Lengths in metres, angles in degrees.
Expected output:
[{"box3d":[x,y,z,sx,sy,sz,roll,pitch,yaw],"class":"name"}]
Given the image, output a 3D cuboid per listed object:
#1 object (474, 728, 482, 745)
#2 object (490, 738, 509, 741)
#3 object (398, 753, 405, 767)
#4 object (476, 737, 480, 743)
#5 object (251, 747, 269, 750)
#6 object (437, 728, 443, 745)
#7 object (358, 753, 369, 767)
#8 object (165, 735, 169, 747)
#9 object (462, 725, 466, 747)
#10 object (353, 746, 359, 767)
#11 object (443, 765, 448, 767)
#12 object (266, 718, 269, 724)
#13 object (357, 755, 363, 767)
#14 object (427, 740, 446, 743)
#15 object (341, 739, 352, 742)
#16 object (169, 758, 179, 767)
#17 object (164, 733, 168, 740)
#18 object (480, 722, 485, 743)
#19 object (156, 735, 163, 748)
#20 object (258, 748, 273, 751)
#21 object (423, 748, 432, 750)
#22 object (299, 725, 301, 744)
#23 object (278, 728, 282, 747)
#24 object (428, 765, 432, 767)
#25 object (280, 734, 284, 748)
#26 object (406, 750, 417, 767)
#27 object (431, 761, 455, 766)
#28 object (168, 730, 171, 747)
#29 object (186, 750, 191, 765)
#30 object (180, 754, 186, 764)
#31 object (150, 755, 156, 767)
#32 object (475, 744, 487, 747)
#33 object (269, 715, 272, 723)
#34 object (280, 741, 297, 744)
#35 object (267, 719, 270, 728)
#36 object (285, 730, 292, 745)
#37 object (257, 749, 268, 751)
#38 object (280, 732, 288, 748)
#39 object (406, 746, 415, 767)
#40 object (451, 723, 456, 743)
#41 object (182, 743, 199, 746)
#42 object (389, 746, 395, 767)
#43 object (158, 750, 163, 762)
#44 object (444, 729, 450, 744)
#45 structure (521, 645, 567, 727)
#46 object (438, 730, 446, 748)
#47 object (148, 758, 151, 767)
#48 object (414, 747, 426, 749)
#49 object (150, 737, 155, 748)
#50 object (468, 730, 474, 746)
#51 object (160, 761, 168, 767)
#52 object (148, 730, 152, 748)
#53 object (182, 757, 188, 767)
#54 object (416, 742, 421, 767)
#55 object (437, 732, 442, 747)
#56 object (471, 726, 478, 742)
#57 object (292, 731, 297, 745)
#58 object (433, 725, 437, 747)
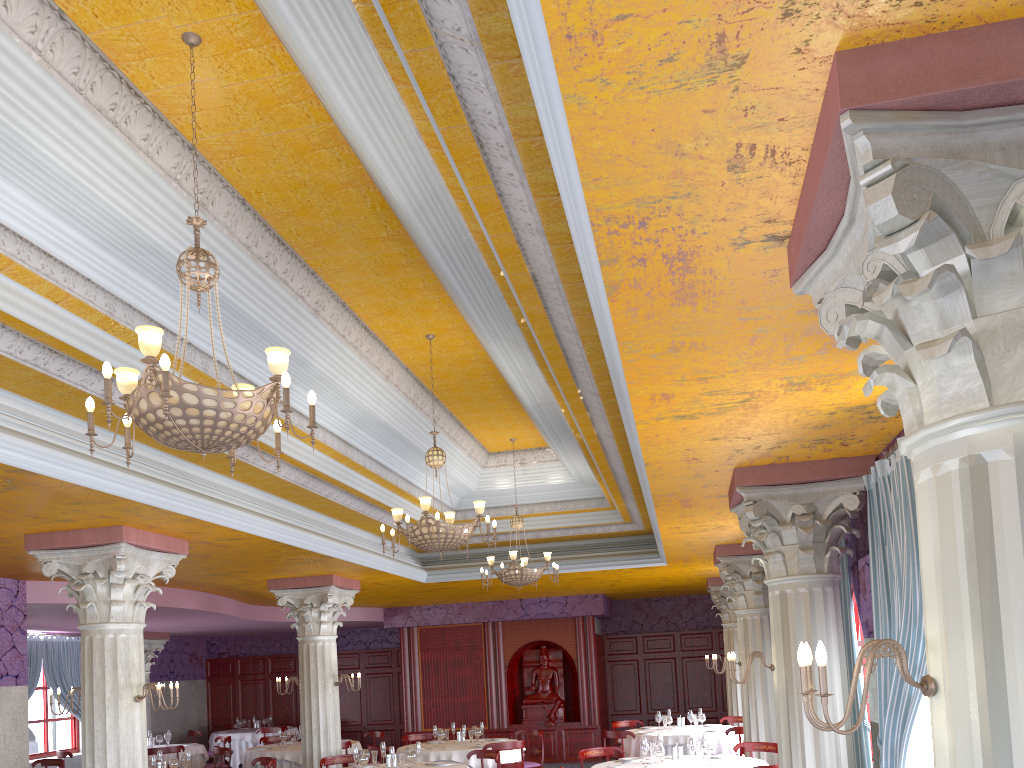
[{"box3d":[-0.534,5.556,13.494,0.122,0.257,0.126,-3,-6,2],"class":"object"},{"box3d":[-0.208,5.876,14.154,0.312,0.023,0.329,0,-18,-8],"class":"object"},{"box3d":[-1.308,4.520,10.197,0.087,0.231,0.086,-7,-7,36],"class":"object"},{"box3d":[-0.559,5.720,13.946,0.086,0.231,0.087,-4,-6,13],"class":"object"},{"box3d":[-4.363,6.312,14.819,0.314,0.023,0.327,-6,-19,10],"class":"object"},{"box3d":[-1.168,5.748,13.976,0.122,0.257,0.126,-3,-6,2],"class":"object"},{"box3d":[-1.761,4.522,10.171,0.122,0.257,0.126,-3,-6,2],"class":"object"},{"box3d":[-6.627,6.876,16.488,0.087,0.231,0.086,-7,-7,36],"class":"object"},{"box3d":[-0.745,5.490,13.369,0.074,0.327,0.075,1,-6,-43],"class":"object"},{"box3d":[-1.890,4.563,10.381,0.074,0.327,0.075,-3,-4,2],"class":"object"},{"box3d":[-0.793,4.785,10.743,0.234,0.013,0.028,9,-20,-33],"class":"object"},{"box3d":[-5.990,8.331,21.031,0.123,0.257,0.125,3,-9,-42],"class":"object"},{"box3d":[-1.810,4.573,10.276,0.087,0.231,0.086,-7,-7,36],"class":"object"},{"box3d":[-1.269,6.000,14.363,0.317,0.023,0.325,11,-23,-37],"class":"object"},{"box3d":[-3.089,6.527,15.671,0.314,0.023,0.327,-6,-19,10],"class":"object"},{"box3d":[-4.274,4.874,10.839,0.123,0.257,0.124,-6,-7,25],"class":"object"},{"box3d":[-6.677,6.901,16.595,0.122,0.257,0.126,-3,-6,2],"class":"object"},{"box3d":[-0.484,5.634,13.846,0.074,0.327,0.075,1,-6,-43],"class":"object"},{"box3d":[-6.602,6.712,16.036,0.123,0.257,0.124,-6,-7,25],"class":"object"},{"box3d":[-4.219,6.256,14.664,0.258,0.019,0.057,7,-20,-29],"class":"object"},{"box3d":[-1.338,5.604,13.147,0.258,0.019,0.057,7,-20,-29],"class":"object"},{"box3d":[-3.842,6.396,15.623,0.074,0.327,0.075,1,-6,-43],"class":"object"},{"box3d":[-4.103,6.252,15.145,0.074,0.327,0.075,1,-6,-43],"class":"object"},{"box3d":[-1.023,4.807,10.769,0.030,0.010,0.144,7,-20,-29],"class":"object"},{"box3d":[-4.023,6.262,15.040,0.085,0.231,0.088,-2,-6,-9],"class":"object"},{"box3d":[-1.202,4.518,10.247,0.122,0.257,0.126,-1,-7,-20],"class":"object"},{"box3d":[-0.876,4.838,10.907,0.322,0.023,0.320,-18,-24,39],"class":"object"},{"box3d":[-6.552,6.791,16.389,0.074,0.327,0.075,-3,-4,2],"class":"object"},{"box3d":[-4.224,4.952,11.191,0.074,0.327,0.075,1,-6,-43],"class":"object"},{"box3d":[-4.349,5.062,11.398,0.123,0.257,0.124,-6,-7,25],"class":"object"},{"box3d":[-4.484,4.808,10.714,0.074,0.327,0.075,1,-6,-43],"class":"object"},{"box3d":[-0.421,5.536,13.092,0.314,0.023,0.327,-6,-19,10],"class":"object"},{"box3d":[-5.865,8.220,20.824,0.074,0.327,0.075,-3,-4,2],"class":"object"},{"box3d":[-4.150,6.652,15.880,0.314,0.023,0.327,-6,-19,10],"class":"object"},{"box3d":[-5.940,8.306,20.924,0.085,0.231,0.088,-2,-6,-9],"class":"object"},{"box3d":[-4.049,6.400,15.493,0.123,0.257,0.124,-6,-7,25],"class":"object"},{"box3d":[-4.242,6.276,14.694,0.255,0.003,0.023,10,-22,-34],"class":"object"},{"box3d":[-3.974,6.211,14.934,0.123,0.257,0.124,-6,-7,25],"class":"object"},{"box3d":[-1.277,4.707,10.806,0.123,0.257,0.124,-6,-7,25],"class":"object"},{"box3d":[-0.961,5.745,14.106,0.074,0.327,0.075,1,-6,-43],"class":"object"},{"box3d":[-6.276,7.032,16.696,0.314,0.023,0.327,-6,-19,10],"class":"object"},{"box3d":[-1.413,4.452,10.122,0.074,0.327,0.075,1,-6,-43],"class":"object"},{"box3d":[-4.700,5.063,11.451,0.074,0.327,0.075,1,-6,-43],"class":"object"},{"box3d":[-1.061,5.772,14.025,0.087,0.231,0.086,-7,-7,36],"class":"object"},{"box3d":[0.656,6.753,19.185,0.968,1.799,0.656,-4,-6,11],"class":"structure"},{"box3d":[-1.093,5.560,13.417,0.122,0.257,0.126,-3,-6,2],"class":"object"},{"box3d":[-4.801,5.090,11.370,0.086,0.231,0.088,0,-6,-31],"class":"object"},{"box3d":[-1.482,5.661,13.302,0.314,0.023,0.327,-6,-19,10],"class":"object"},{"box3d":[-6.708,6.715,15.986,0.086,0.231,0.087,-4,-6,13],"class":"object"},{"box3d":[-0.640,5.558,13.444,0.087,0.231,0.086,-7,-7,36],"class":"object"},{"box3d":[-4.379,4.876,10.789,0.087,0.231,0.086,-7,-7,36],"class":"object"},{"box3d":[-7.029,6.901,16.648,0.074,0.327,0.075,-3,-4,2],"class":"object"},{"box3d":[-4.299,5.038,11.291,0.085,0.231,0.088,-2,-6,-9],"class":"object"},{"box3d":[-1.152,4.597,10.600,0.074,0.327,0.075,-1,-5,-20],"class":"object"},{"box3d":[-1.142,5.610,13.523,0.085,0.231,0.088,-2,-6,-9],"class":"object"},{"box3d":[-0.609,5.745,14.053,0.122,0.257,0.126,-3,-6,2],"class":"object"},{"box3d":[-3.942,6.424,15.542,0.085,0.231,0.088,-2,-6,-9],"class":"object"},{"box3d":[-1.222,5.601,13.628,0.074,0.327,0.075,1,-6,-43],"class":"object"}]
